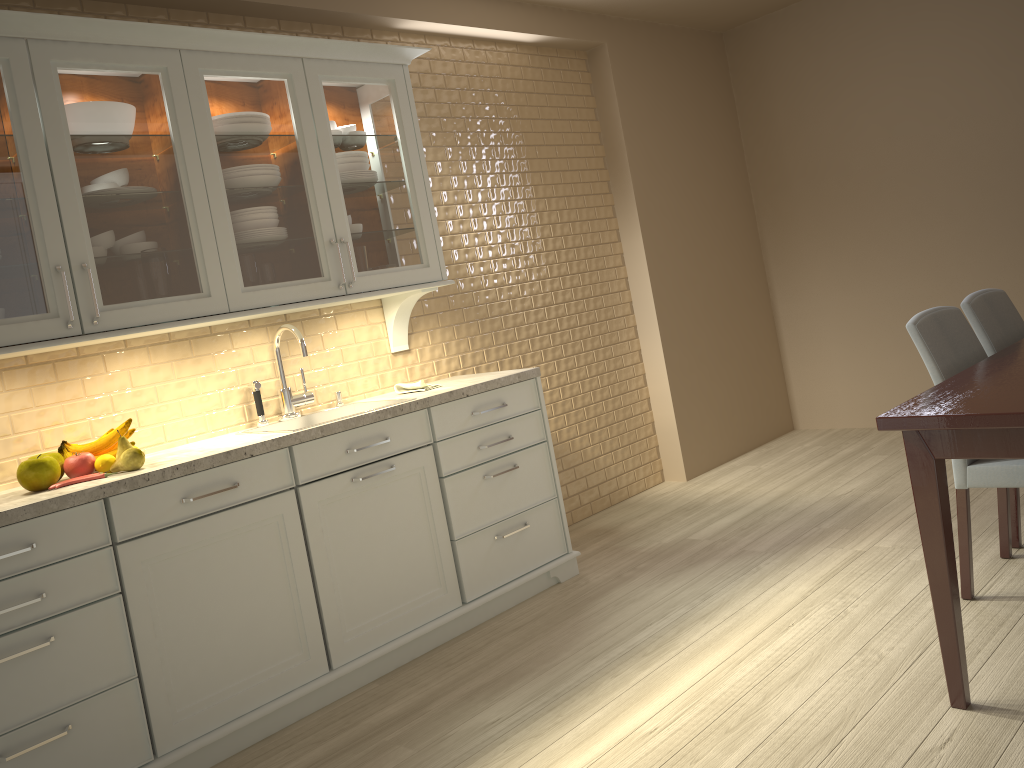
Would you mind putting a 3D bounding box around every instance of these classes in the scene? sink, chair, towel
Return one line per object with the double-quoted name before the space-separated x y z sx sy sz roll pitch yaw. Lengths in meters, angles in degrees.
"sink" -0.588 0.310 2.992 0.488 0.414 0.378 -14 4 -44
"chair" 1.507 0.165 2.527 0.403 0.826 0.503 -12 3 -44
"chair" 1.827 0.075 2.845 0.403 0.826 0.503 -12 3 -44
"towel" -0.347 0.004 3.371 0.170 0.050 0.165 -7 6 32

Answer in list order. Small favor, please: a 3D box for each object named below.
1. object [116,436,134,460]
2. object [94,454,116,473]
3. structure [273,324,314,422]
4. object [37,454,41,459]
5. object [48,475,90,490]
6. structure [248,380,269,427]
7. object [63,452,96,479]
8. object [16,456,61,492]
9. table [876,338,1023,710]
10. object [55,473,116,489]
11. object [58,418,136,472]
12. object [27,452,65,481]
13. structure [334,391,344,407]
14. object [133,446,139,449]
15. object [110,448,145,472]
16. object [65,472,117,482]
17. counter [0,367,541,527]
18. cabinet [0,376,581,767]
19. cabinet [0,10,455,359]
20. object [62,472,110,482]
"object" -1.092 0.194 2.506 0.064 0.097 0.065 -8 3 42
"object" -1.146 0.226 2.495 0.055 0.055 0.066 -10 4 9
"structure" -0.761 -0.046 3.112 0.142 0.336 0.210 -12 3 -34
"object" -1.277 0.201 2.386 0.003 0.021 0.018 -10 3 32
"object" -1.191 0.265 2.390 0.130 0.012 0.042 -15 7 -43
"structure" -0.885 0.069 3.081 0.043 0.162 0.056 -12 2 -44
"object" -1.213 0.231 2.486 0.081 0.070 0.085 -10 4 16
"object" -1.273 0.243 2.380 0.107 0.090 0.103 -13 4 -38
"table" 1.755 0.214 2.342 1.773 0.679 0.747 -15 6 -44
"object" -1.148 0.258 2.386 0.156 0.013 0.040 -13 6 -28
"object" -1.210 0.186 2.596 0.180 0.136 0.198 -9 4 28
"object" -1.308 0.240 2.479 0.103 0.090 0.107 -10 4 10
"structure" -0.649 0.057 3.319 0.029 0.056 0.029 -10 2 11
"object" -1.102 0.211 2.564 0.053 0.066 0.056 -13 4 -37
"object" -1.063 0.211 2.444 0.095 0.063 0.066 -12 4 -25
"object" -1.150 0.256 2.405 0.149 0.012 0.030 -13 5 -25
"counter" -0.840 0.183 2.829 2.217 0.035 0.520 -16 7 -44
"cabinet" -0.788 0.579 2.874 2.238 0.792 0.634 -15 5 -44
"cabinet" -1.019 -0.525 2.838 1.945 1.111 0.409 -15 4 -44
"object" -1.169 0.258 2.423 0.147 0.013 0.041 -12 5 -15
